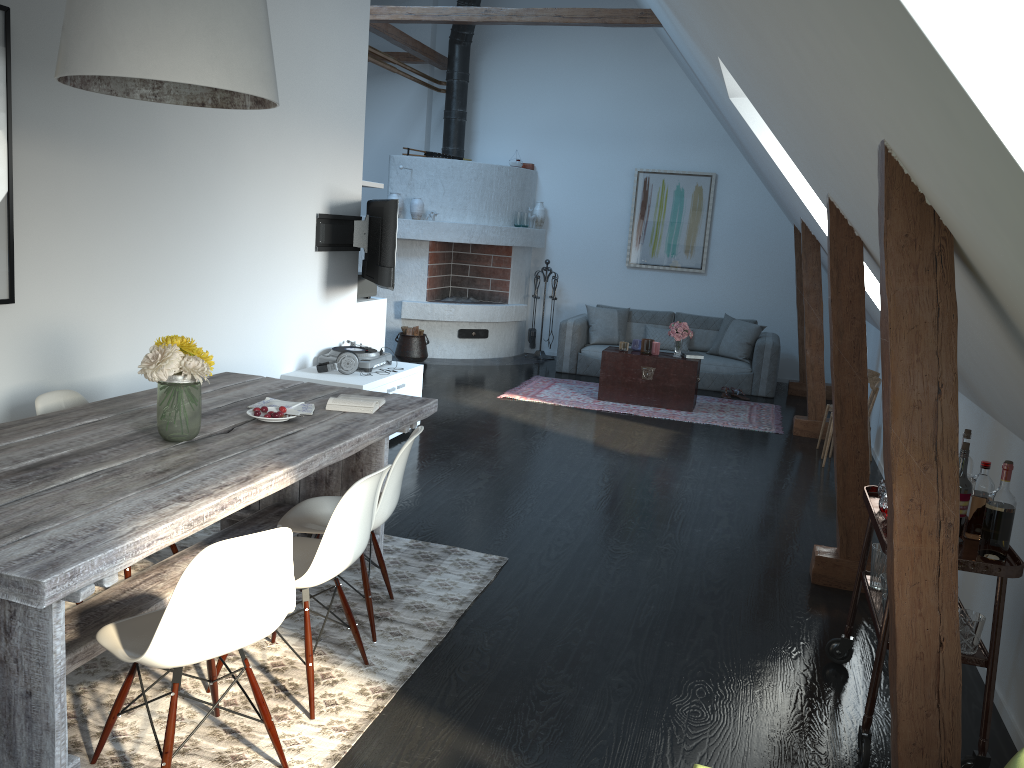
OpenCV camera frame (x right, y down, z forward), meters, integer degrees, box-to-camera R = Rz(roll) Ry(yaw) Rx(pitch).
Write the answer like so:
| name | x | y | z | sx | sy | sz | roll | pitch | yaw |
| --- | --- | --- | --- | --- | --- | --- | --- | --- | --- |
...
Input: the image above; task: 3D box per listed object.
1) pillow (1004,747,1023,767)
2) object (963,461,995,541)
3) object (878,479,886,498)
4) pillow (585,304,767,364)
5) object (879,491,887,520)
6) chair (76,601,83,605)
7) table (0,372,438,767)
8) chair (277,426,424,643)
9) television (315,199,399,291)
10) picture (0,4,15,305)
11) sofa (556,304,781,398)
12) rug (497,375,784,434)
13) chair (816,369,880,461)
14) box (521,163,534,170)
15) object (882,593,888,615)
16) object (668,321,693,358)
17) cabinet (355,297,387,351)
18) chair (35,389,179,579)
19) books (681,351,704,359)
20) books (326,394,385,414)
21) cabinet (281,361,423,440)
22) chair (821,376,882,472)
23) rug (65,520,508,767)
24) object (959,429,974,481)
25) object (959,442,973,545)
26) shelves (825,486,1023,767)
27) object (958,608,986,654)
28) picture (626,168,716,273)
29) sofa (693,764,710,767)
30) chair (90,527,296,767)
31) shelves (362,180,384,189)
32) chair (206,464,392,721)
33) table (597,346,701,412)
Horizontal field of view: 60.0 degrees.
| name | x | y | z | sx | sy | sz | roll | pitch | yaw |
| --- | --- | --- | --- | --- | --- | --- | --- | --- | --- |
| pillow | 0.601 | 0.812 | 1.405 | 0.600 | 0.387 | 0.475 | 7 | 10 | 12 |
| object | 1.542 | 0.380 | 2.923 | 0.067 | 0.257 | 0.099 | 8 | 11 | 20 |
| object | 1.419 | 0.413 | 3.151 | 0.151 | 0.092 | 0.245 | -6 | 14 | -45 |
| pillow | 1.835 | -0.600 | 10.162 | 2.075 | 0.515 | 0.444 | 7 | 10 | 15 |
| object | 1.326 | 0.327 | 3.025 | 0.114 | 0.292 | 0.114 | 2 | 10 | -12 |
| chair | -1.804 | 0.530 | 3.119 | 0.542 | 0.801 | 0.465 | 8 | 11 | 21 |
| table | -1.251 | 0.560 | 3.233 | 1.141 | 0.788 | 2.421 | 7 | 10 | 15 |
| chair | -0.646 | 0.548 | 3.524 | 0.542 | 0.801 | 0.465 | 5 | 10 | 1 |
| television | -1.217 | -1.055 | 6.557 | 0.537 | 0.652 | 1.005 | 1 | 11 | -19 |
| picture | -2.168 | -0.860 | 3.251 | 0.036 | 1.181 | 0.808 | 7 | 10 | 15 |
| sofa | 1.830 | -0.443 | 10.290 | 2.458 | 0.770 | 1.107 | 7 | 10 | 15 |
| rug | 1.307 | 0.171 | 8.752 | 2.647 | 0.029 | 1.512 | 7 | 10 | 15 |
| chair | 2.696 | 0.227 | 7.084 | 0.342 | 0.696 | 0.329 | 4 | 10 | -2 |
| box | 0.152 | -2.723 | 11.106 | 0.229 | 0.078 | 0.127 | 7 | 10 | 15 |
| object | 1.260 | 0.752 | 2.916 | 0.092 | 0.099 | 0.092 | 3 | 10 | -7 |
| object | 1.610 | -0.438 | 8.552 | 0.234 | 0.351 | 0.235 | 0 | 11 | -24 |
| cabinet | -1.594 | -0.284 | 7.447 | 0.869 | 0.921 | 0.638 | 7 | 10 | 15 |
| chair | -1.645 | 0.453 | 3.625 | 0.542 | 0.801 | 0.465 | 6 | 10 | 11 |
| books | 1.744 | -0.281 | 8.627 | 0.179 | 0.034 | 0.243 | 3 | 10 | -7 |
| books | -0.675 | 0.076 | 3.855 | 0.202 | 0.042 | 0.251 | 5 | 10 | 3 |
| cabinet | -1.125 | 0.144 | 6.430 | 0.623 | 0.507 | 1.069 | 7 | 10 | 15 |
| chair | 2.567 | 0.285 | 6.706 | 0.342 | 0.696 | 0.329 | 7 | 10 | 16 |
| rug | -1.287 | 0.934 | 3.322 | 1.898 | 0.022 | 2.677 | 7 | 10 | 15 |
| object | 1.577 | 0.316 | 3.117 | 0.073 | 0.320 | 0.073 | 5 | 10 | 6 |
| object | 1.431 | 0.348 | 2.845 | 0.080 | 0.329 | 0.080 | 5 | 10 | 6 |
| shelves | 1.403 | 0.825 | 3.058 | 0.438 | 0.732 | 0.803 | 6 | 10 | 11 |
| object | 1.425 | 0.778 | 2.782 | 0.095 | 0.119 | 0.095 | 0 | 11 | -22 |
| picture | 1.919 | -1.988 | 10.781 | 0.965 | 1.185 | 0.025 | 7 | 10 | 15 |
| sofa | 0.471 | 1.129 | 0.683 | 0.898 | 0.825 | 2.093 | 7 | 10 | 14 |
| chair | -0.866 | 0.720 | 2.459 | 0.542 | 0.801 | 0.465 | 13 | 13 | 40 |
| shelves | -1.880 | -1.675 | 7.217 | 1.604 | 0.038 | 0.478 | 7 | 10 | 15 |
| chair | -0.703 | 0.635 | 3.007 | 0.542 | 0.801 | 0.465 | 7 | 10 | 16 |
| table | 1.347 | -0.057 | 8.682 | 0.962 | 0.492 | 0.471 | 7 | 10 | 15 |
